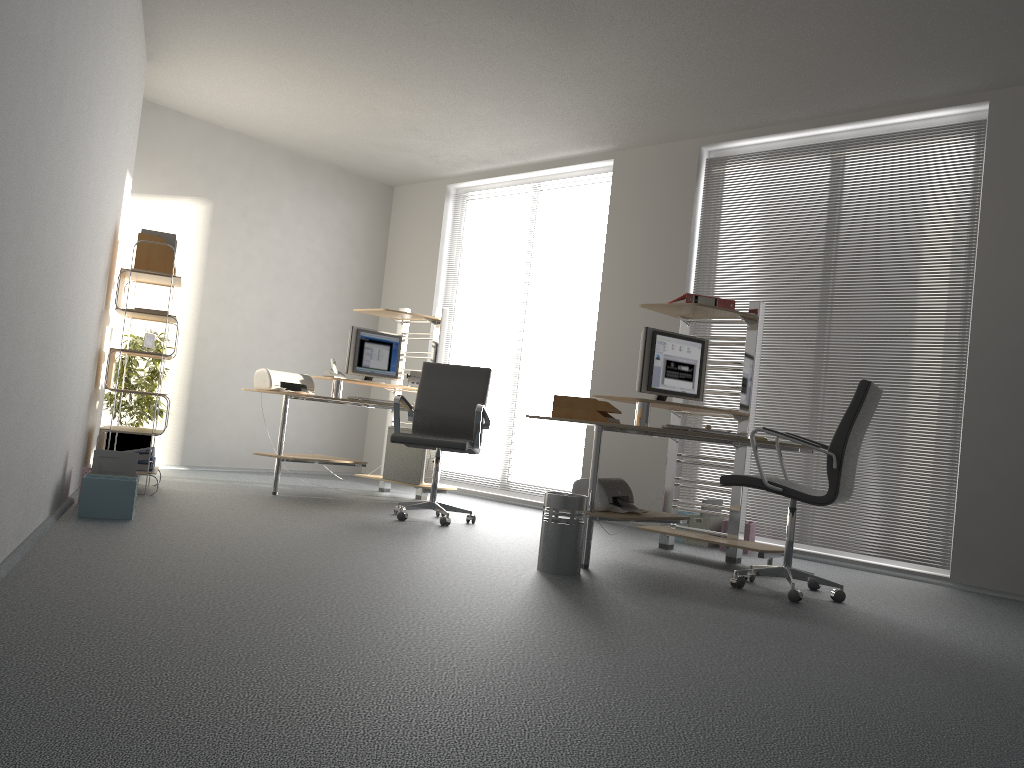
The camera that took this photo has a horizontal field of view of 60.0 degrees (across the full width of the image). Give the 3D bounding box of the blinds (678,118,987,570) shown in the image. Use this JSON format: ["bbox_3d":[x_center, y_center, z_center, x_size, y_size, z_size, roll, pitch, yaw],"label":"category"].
[{"bbox_3d":[2.054,-0.307,6.033,1.950,2.770,0.022,4,-4,43],"label":"blinds"}]

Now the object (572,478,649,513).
[{"bbox_3d":[0.555,0.585,4.677,0.351,0.162,0.438,5,-3,27],"label":"object"}]

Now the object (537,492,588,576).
[{"bbox_3d":[0.241,0.715,4.233,0.208,0.377,0.208,6,-3,-4],"label":"object"}]

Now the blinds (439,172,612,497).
[{"bbox_3d":[-0.004,-0.438,7.929,1.950,2.749,0.037,4,-4,43],"label":"blinds"}]

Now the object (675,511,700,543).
[{"bbox_3d":[1.197,1.001,6.205,0.185,0.202,0.245,4,-4,43],"label":"object"}]

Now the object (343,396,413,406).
[{"bbox_3d":[-1.161,0.146,6.849,0.478,0.082,0.814,8,-4,-40],"label":"object"}]

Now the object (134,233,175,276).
[{"bbox_3d":[-2.302,-0.822,5.738,0.243,0.259,0.113,7,-3,-22],"label":"object"}]

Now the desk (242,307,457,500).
[{"bbox_3d":[-1.141,0.080,6.718,0.967,1.566,1.469,4,-4,43],"label":"desk"}]

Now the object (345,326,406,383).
[{"bbox_3d":[-1.115,-0.218,7.123,0.516,0.418,0.245,8,-3,-32],"label":"object"}]

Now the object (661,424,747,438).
[{"bbox_3d":[0.853,0.270,4.940,0.478,0.082,0.814,8,-4,-40],"label":"object"}]

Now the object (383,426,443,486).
[{"bbox_3d":[-0.777,0.569,7.031,0.471,0.422,0.199,4,-4,43],"label":"object"}]

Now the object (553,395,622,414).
[{"bbox_3d":[0.396,0.107,4.622,0.309,0.060,0.225,5,-3,22],"label":"object"}]

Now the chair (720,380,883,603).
[{"bbox_3d":[1.407,0.501,4.367,0.652,1.048,0.584,5,-3,29],"label":"chair"}]

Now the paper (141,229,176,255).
[{"bbox_3d":[-2.309,-0.842,5.757,0.213,0.297,0.045,7,-3,-22],"label":"paper"}]

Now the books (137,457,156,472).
[{"bbox_3d":[-2.450,0.507,5.728,0.262,0.072,0.320,7,-3,-19],"label":"books"}]

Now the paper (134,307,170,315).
[{"bbox_3d":[-2.383,-0.462,5.876,0.213,0.046,0.297,7,-3,-20],"label":"paper"}]

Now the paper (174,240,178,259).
[{"bbox_3d":[-2.390,-0.839,5.992,0.213,0.297,0.045,7,-3,-17],"label":"paper"}]

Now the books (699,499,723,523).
[{"bbox_3d":[1.351,0.940,6.072,0.068,0.306,0.220,4,-4,43],"label":"books"}]

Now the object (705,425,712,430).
[{"bbox_3d":[1.161,0.273,5.234,0.054,0.064,0.159,6,-3,10],"label":"object"}]

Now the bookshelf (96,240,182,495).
[{"bbox_3d":[-2.402,-0.100,5.765,0.381,1.572,0.724,7,-3,-20],"label":"bookshelf"}]

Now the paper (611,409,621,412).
[{"bbox_3d":[0.395,0.124,4.621,0.297,0.010,0.210,5,-3,22],"label":"paper"}]

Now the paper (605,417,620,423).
[{"bbox_3d":[0.389,0.175,4.618,0.297,0.019,0.210,5,-3,22],"label":"paper"}]

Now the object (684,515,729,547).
[{"bbox_3d":[1.333,1.009,6.079,0.185,0.202,0.245,4,-4,43],"label":"object"}]

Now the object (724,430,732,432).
[{"bbox_3d":[1.265,0.295,5.237,0.022,0.042,0.134,6,-3,-5],"label":"object"}]

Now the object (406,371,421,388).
[{"bbox_3d":[-0.778,-0.037,7.176,0.154,0.135,0.093,7,-3,-11],"label":"object"}]

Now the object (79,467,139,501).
[{"bbox_3d":[-2.197,0.571,4.830,0.245,0.202,0.185,8,-3,-39],"label":"object"}]

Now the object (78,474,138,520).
[{"bbox_3d":[-2.025,0.572,4.456,0.245,0.202,0.185,7,-3,-21],"label":"object"}]

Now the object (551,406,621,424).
[{"bbox_3d":[0.390,0.163,4.619,0.309,0.060,0.225,5,-3,22],"label":"object"}]

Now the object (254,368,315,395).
[{"bbox_3d":[-1.622,-0.011,6.545,0.351,0.162,0.438,4,-3,35],"label":"object"}]

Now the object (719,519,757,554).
[{"bbox_3d":[1.516,1.023,5.946,0.185,0.202,0.245,5,-3,25],"label":"object"}]

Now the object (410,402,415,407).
[{"bbox_3d":[-0.954,0.178,7.120,0.742,0.088,0.168,3,-4,45],"label":"object"}]

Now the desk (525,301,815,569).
[{"bbox_3d":[0.911,0.209,4.825,0.967,1.566,1.469,4,-4,43],"label":"desk"}]

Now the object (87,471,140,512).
[{"bbox_3d":[-2.091,0.573,4.629,0.245,0.202,0.185,7,-3,-21],"label":"object"}]

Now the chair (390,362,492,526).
[{"bbox_3d":[-0.474,0.369,5.829,0.584,1.048,0.652,6,-3,8],"label":"chair"}]

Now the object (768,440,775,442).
[{"bbox_3d":[1.473,0.330,5.179,0.158,0.011,0.011,4,-4,40],"label":"object"}]

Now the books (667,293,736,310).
[{"bbox_3d":[1.134,-0.477,5.336,0.320,0.072,0.262,7,-3,-15],"label":"books"}]

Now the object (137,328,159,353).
[{"bbox_3d":[-2.359,-0.277,5.773,0.077,0.161,0.192,6,-3,-1],"label":"object"}]

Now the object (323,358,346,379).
[{"bbox_3d":[-1.360,-0.124,6.829,0.119,0.151,0.150,5,-3,29],"label":"object"}]

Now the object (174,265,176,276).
[{"bbox_3d":[-2.385,-0.820,5.972,0.243,0.259,0.113,7,-3,-17],"label":"object"}]

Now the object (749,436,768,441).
[{"bbox_3d":[1.420,0.314,5.117,0.132,0.026,0.132,4,-4,43],"label":"object"}]

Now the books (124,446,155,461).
[{"bbox_3d":[-2.453,0.451,5.727,0.263,0.100,0.320,7,-3,-19],"label":"books"}]

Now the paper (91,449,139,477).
[{"bbox_3d":[-2.089,0.503,4.647,0.220,0.306,0.068,7,-3,-20],"label":"paper"}]

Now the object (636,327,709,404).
[{"bbox_3d":[0.922,-0.089,5.247,0.516,0.418,0.245,7,-3,-25],"label":"object"}]

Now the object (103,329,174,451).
[{"bbox_3d":[-2.877,0.118,6.814,0.544,1.147,0.644,7,-3,-18],"label":"object"}]
